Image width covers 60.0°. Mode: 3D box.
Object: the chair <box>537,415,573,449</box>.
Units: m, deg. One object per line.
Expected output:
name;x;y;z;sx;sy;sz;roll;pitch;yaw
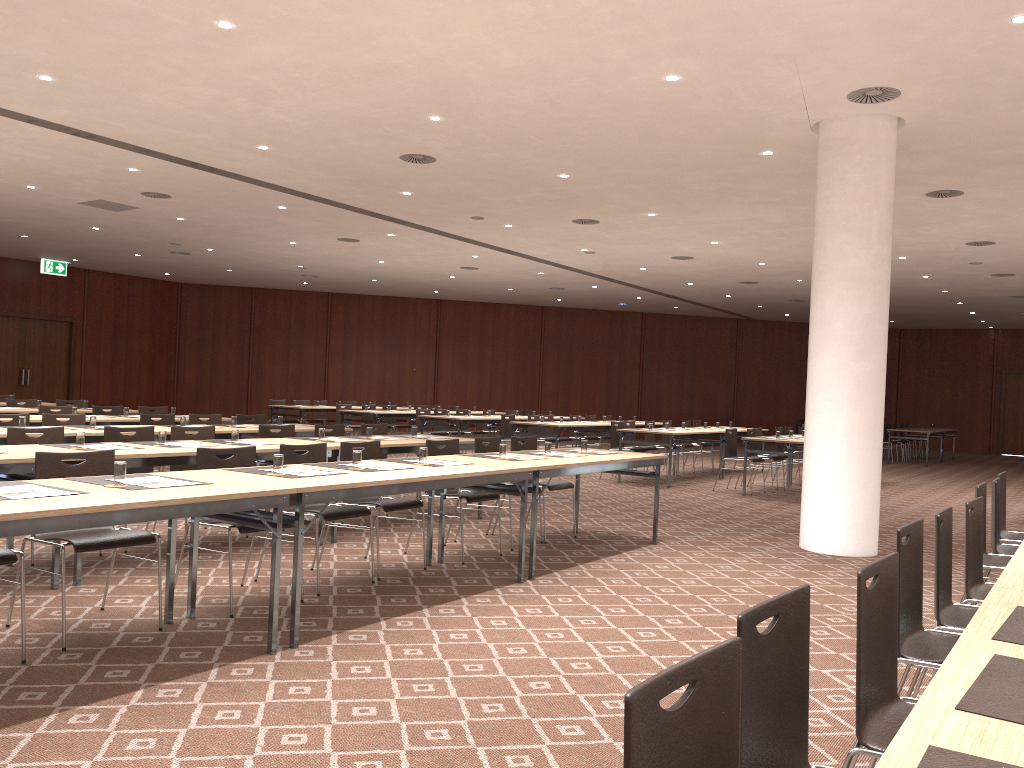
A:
chair;0.772;1.045;16.490;0.613;0.939;0.536;3;0;35

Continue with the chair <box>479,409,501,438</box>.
chair;-0.361;1.007;18.392;0.613;0.939;0.536;3;0;34

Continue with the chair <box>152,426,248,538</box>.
chair;-2.649;0.835;7.591;0.613;0.939;0.536;3;0;36

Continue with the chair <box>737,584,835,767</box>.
chair;0.697;0.949;1.869;0.613;0.939;0.536;3;0;37

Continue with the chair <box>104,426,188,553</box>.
chair;-3.004;0.817;7.135;0.613;0.939;0.536;3;0;36

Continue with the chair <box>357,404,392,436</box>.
chair;-2.818;0.895;18.126;0.613;0.939;0.536;3;0;31

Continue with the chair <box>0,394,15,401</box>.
chair;-7.990;0.636;13.985;0.613;0.939;0.536;3;0;34

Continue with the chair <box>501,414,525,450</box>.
chair;0.051;1.006;15.411;0.613;0.939;0.536;3;0;33

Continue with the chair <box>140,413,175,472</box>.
chair;-3.770;0.798;9.648;0.613;0.939;0.536;3;0;32

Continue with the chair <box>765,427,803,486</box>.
chair;4.670;1.211;15.020;0.613;0.939;0.536;3;0;32

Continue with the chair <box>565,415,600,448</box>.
chair;1.357;1.076;17.256;0.613;0.939;0.536;3;0;36

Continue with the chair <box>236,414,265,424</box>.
chair;-3.036;0.837;10.608;0.613;0.939;0.536;3;0;35

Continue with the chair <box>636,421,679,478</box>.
chair;2.532;1.118;15.418;0.613;0.939;0.536;3;0;31

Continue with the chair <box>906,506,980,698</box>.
chair;1.980;1.019;3.726;0.613;0.939;0.536;3;0;33

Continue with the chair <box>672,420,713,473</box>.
chair;3.415;1.165;16.662;0.613;0.939;0.536;3;0;33

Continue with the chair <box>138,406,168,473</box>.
chair;-4.695;0.770;11.799;0.613;0.939;0.536;3;0;35

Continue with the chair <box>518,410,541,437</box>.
chair;0.454;1.050;19.502;0.613;0.939;0.536;3;0;36

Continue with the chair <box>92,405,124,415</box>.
chair;-5.067;0.750;11.303;0.613;0.939;0.536;3;0;33

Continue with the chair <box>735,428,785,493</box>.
chair;3.861;1.166;13.733;0.613;0.939;0.536;3;0;36

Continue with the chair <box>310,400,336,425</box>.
chair;-4.187;0.844;19.860;0.613;0.939;0.536;3;0;31

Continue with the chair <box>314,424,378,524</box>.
chair;-1.737;0.885;8.956;0.613;0.939;0.536;3;0;32

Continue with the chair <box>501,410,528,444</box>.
chair;0.109;1.031;18.908;0.613;0.939;0.536;3;0;34

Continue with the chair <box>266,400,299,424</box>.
chair;-4.863;0.807;18.739;0.613;0.939;0.536;3;0;35

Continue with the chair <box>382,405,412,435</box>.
chair;-2.483;0.913;18.703;0.613;0.939;0.536;3;0;36

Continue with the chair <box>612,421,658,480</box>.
chair;2.093;1.094;14.869;0.613;0.939;0.536;3;0;35

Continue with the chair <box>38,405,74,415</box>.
chair;-5.406;0.731;10.658;0.613;0.939;0.536;3;0;36

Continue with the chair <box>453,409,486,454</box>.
chair;-0.865;0.979;17.528;0.613;0.939;0.536;3;0;31

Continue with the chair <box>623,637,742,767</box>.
chair;0.405;0.933;1.368;0.613;0.939;0.536;3;0;36

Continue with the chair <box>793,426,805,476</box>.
chair;5.427;1.252;16.153;0.613;0.939;0.536;3;0;32

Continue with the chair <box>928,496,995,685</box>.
chair;2.383;1.040;4.252;0.613;0.939;0.536;3;0;36

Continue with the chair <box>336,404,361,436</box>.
chair;-3.251;0.872;17.664;0.613;0.939;0.536;3;0;34

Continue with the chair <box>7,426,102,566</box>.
chair;-3.437;0.793;6.550;0.613;0.939;0.536;3;0;31

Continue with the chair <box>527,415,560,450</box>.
chair;0.515;1.030;15.919;0.613;0.939;0.536;3;0;31

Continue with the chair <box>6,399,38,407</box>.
chair;-6.718;0.683;12.292;0.613;0.939;0.536;3;0;32

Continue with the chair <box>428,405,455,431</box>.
chair;-1.654;0.959;20.053;0.613;0.939;0.536;3;0;35

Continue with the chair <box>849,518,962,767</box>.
chair;1.612;0.999;3.238;0.613;0.939;0.536;3;0;35

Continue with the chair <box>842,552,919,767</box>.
chair;1.147;0.973;2.403;0.613;0.939;0.536;3;0;36

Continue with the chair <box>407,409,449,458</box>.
chair;-1.535;0.942;16.450;0.613;0.939;0.536;3;0;33

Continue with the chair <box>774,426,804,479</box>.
chair;5.040;1.232;15.683;0.613;0.939;0.536;3;0;36

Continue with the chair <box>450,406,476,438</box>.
chair;-1.207;0.983;20.613;0.613;0.939;0.536;3;0;33

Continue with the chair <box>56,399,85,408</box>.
chair;-6.371;0.702;12.949;0.613;0.939;0.536;3;0;34

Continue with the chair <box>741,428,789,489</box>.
chair;4.085;1.180;14.254;0.613;0.939;0.536;3;0;36

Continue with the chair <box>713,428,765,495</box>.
chair;3.413;1.143;13.249;0.613;0.939;0.536;3;0;37

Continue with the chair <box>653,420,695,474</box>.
chair;2.971;1.142;16.183;0.613;0.939;0.536;3;0;32

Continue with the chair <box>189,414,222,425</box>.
chair;-3.415;0.817;10.116;0.613;0.939;0.536;3;0;36

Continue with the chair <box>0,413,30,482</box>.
chair;-4.643;0.750;8.279;0.613;0.939;0.536;3;0;32

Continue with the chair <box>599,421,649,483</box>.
chair;1.826;1.079;14.285;0.613;0.939;0.536;3;0;36

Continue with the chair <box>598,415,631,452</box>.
chair;2.101;1.116;18.292;0.613;0.939;0.536;3;0;33

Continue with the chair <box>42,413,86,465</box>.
chair;-4.342;0.767;8.730;0.613;0.939;0.536;3;0;36

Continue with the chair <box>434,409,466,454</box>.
chair;-1.257;0.958;17.051;0.613;0.939;0.536;3;0;32

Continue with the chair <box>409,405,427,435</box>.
chair;-1.910;0.944;19.484;0.613;0.939;0.536;3;0;35

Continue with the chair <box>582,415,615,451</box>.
chair;1.708;1.096;17.890;0.613;0.939;0.536;3;0;36

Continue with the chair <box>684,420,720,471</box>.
chair;3.728;1.183;17.207;0.613;0.939;0.536;3;0;32
